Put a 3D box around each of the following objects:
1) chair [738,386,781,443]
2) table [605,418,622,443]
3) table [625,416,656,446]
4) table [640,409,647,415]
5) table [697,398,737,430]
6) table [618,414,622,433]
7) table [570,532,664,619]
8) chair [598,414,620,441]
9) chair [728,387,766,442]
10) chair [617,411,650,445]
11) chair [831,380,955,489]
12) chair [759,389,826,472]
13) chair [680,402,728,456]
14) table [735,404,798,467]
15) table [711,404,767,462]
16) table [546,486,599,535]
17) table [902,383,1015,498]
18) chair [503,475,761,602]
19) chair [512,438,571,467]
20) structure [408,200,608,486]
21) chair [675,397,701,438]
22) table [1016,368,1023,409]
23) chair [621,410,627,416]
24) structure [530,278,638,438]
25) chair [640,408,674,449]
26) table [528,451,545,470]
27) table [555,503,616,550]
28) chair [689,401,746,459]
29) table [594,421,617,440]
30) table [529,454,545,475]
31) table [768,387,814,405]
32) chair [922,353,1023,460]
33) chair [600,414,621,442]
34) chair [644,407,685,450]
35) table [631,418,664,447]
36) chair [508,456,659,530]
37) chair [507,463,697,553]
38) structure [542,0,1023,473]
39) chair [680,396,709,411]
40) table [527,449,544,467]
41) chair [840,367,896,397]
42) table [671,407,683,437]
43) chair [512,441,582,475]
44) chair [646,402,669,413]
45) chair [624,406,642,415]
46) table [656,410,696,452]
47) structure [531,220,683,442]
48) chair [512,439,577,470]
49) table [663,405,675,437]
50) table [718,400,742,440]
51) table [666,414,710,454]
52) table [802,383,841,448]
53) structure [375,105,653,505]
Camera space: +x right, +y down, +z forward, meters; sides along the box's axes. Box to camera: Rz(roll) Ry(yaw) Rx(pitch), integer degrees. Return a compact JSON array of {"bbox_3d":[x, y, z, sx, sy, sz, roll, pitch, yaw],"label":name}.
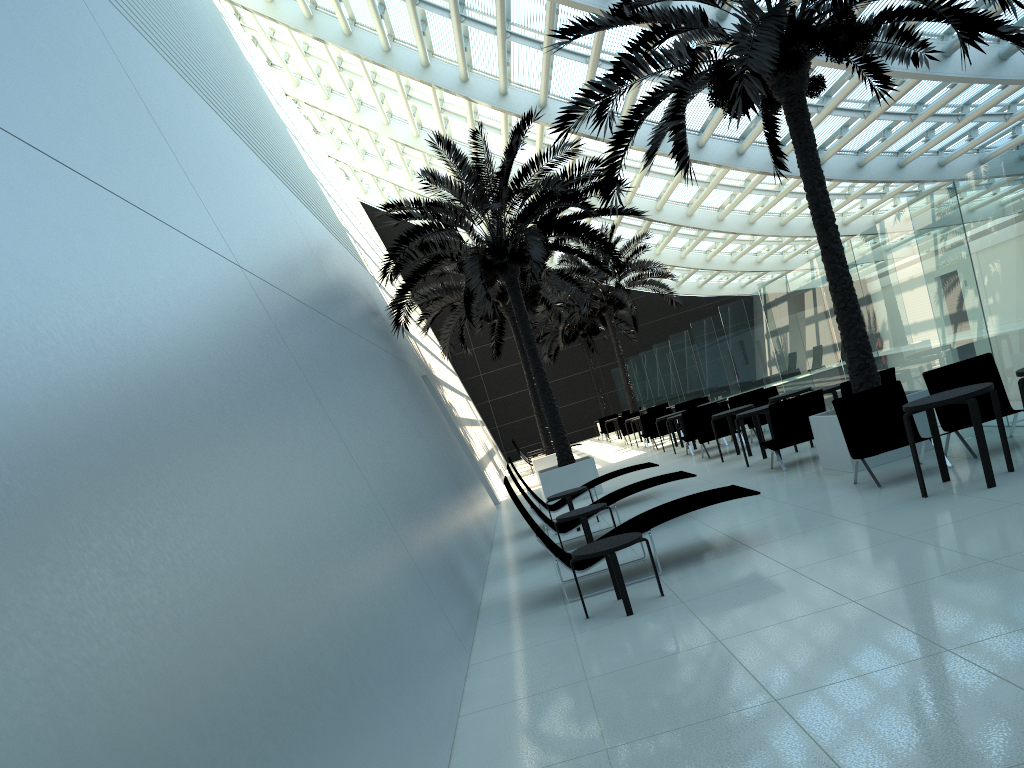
[{"bbox_3d":[4.601,0.534,15.546,0.717,0.896,0.878,-17,2,1],"label":"chair"},{"bbox_3d":[3.774,1.615,31.190,0.695,0.789,0.657,-14,4,39],"label":"table"},{"bbox_3d":[3.754,1.344,25.534,0.695,0.789,0.657,-14,4,39],"label":"table"},{"bbox_3d":[4.702,1.328,31.148,0.695,0.789,0.657,-14,4,39],"label":"table"},{"bbox_3d":[4.662,0.788,19.895,0.695,0.789,0.657,-14,4,39],"label":"table"},{"bbox_3d":[4.708,1.530,35.317,0.659,0.789,0.694,-20,4,-42],"label":"table"},{"bbox_3d":[0.792,1.464,6.664,0.566,0.522,0.536,-15,3,44],"label":"table"},{"bbox_3d":[3.789,1.698,34.176,0.717,0.896,0.878,-17,2,1],"label":"chair"},{"bbox_3d":[4.621,0.612,17.252,0.717,0.896,0.878,-17,2,1],"label":"chair"},{"bbox_3d":[3.749,1.348,26.802,0.717,0.896,0.878,-17,2,1],"label":"chair"},{"bbox_3d":[3.683,0.465,8.391,0.717,0.896,0.878,-17,2,1],"label":"chair"},{"bbox_3d":[3.708,0.611,11.510,0.717,0.896,0.878,-17,2,1],"label":"chair"},{"bbox_3d":[3.729,0.888,17.292,0.717,0.896,0.878,-17,2,1],"label":"chair"},{"bbox_3d":[3.700,0.730,12.692,0.695,0.789,0.658,-14,4,44],"label":"table"},{"bbox_3d":[3.714,0.805,14.306,0.695,0.789,0.657,-14,4,39],"label":"table"},{"bbox_3d":[0.810,1.710,11.798,0.566,0.522,0.536,-15,3,44],"label":"table"},{"bbox_3d":[3.689,0.465,7.224,0.659,0.789,0.694,-20,4,-42],"label":"table"},{"bbox_3d":[1.068,1.091,7.767,2.041,1.170,0.911,-17,4,2],"label":"chair"},{"bbox_3d":[1.155,2.267,32.282,2.041,1.170,0.911,-17,4,2],"label":"chair"},{"bbox_3d":[0.065,-0.921,21.324,4.381,6.965,4.481,-14,5,34],"label":"structure"},{"bbox_3d":[4.641,0.882,22.883,0.717,0.896,0.878,-17,2,1],"label":"chair"},{"bbox_3d":[4.617,0.178,7.182,0.659,0.789,0.694,-20,4,-42],"label":"table"},{"bbox_3d":[4.681,1.422,34.136,0.717,0.896,0.878,-17,2,1],"label":"chair"},{"bbox_3d":[3.341,-1.239,36.708,4.376,7.090,4.845,-19,4,-21],"label":"structure"},{"bbox_3d":[3.749,1.158,22.923,0.717,0.896,0.878,-17,2,1],"label":"chair"},{"bbox_3d":[0.870,2.513,28.532,0.566,0.522,0.536,-15,3,44],"label":"table"},{"bbox_3d":[0.801,1.587,9.231,0.566,0.522,0.536,-15,3,44],"label":"table"},{"bbox_3d":[3.709,0.810,15.586,0.717,0.896,0.878,-17,2,1],"label":"chair"},{"bbox_3d":[3.781,1.818,35.358,0.659,0.789,0.694,-20,4,-42],"label":"table"},{"bbox_3d":[0.861,2.389,25.965,0.567,0.522,0.536,-15,3,39],"label":"table"},{"bbox_3d":[4.642,0.518,14.264,0.695,0.789,0.657,-14,4,39],"label":"table"},{"bbox_3d":[4.575,0.189,8.350,0.717,0.896,0.878,-17,2,1],"label":"chair"},{"bbox_3d":[3.769,1.621,32.482,0.717,0.896,0.878,-17,2,1],"label":"chair"},{"bbox_3d":[3.729,1.081,21.230,0.717,0.896,0.878,-17,2,1],"label":"chair"},{"bbox_3d":[3.741,1.278,24.106,0.695,0.789,0.658,-14,4,44],"label":"table"},{"bbox_3d":[1.086,1.337,12.901,2.041,1.170,0.911,-17,4,2],"label":"chair"},{"bbox_3d":[1.077,1.214,10.334,2.041,1.170,0.911,-17,4,2],"label":"chair"},{"bbox_3d":[3.224,-2.539,9.474,4.900,7.092,4.322,-15,5,20],"label":"structure"},{"bbox_3d":[4.621,0.805,21.190,0.717,0.896,0.878,-17,2,1],"label":"chair"},{"bbox_3d":[0.879,2.640,31.179,0.566,0.522,0.536,-15,3,44],"label":"table"},{"bbox_3d":[4.600,0.334,11.469,0.717,0.896,0.878,-17,2,1],"label":"chair"},{"bbox_3d":[4.668,0.991,24.064,0.695,0.789,0.658,-14,4,44],"label":"table"},{"bbox_3d":[1.136,2.017,27.068,2.041,1.170,0.911,-17,4,2],"label":"chair"},{"bbox_3d":[4.641,1.072,26.762,0.717,0.896,0.878,-17,2,1],"label":"chair"},{"bbox_3d":[4.661,1.345,32.442,0.717,0.896,0.878,-17,2,1],"label":"chair"},{"bbox_3d":[3.734,1.075,19.937,0.695,0.789,0.657,-14,4,39],"label":"table"},{"bbox_3d":[3.287,-1.621,28.581,4.803,7.092,4.412,-17,5,-5],"label":"structure"},{"bbox_3d":[1.146,2.140,29.635,2.041,1.170,0.911,-17,4,2],"label":"chair"},{"bbox_3d":[4.682,1.056,25.492,0.695,0.789,0.657,-14,4,39],"label":"table"},{"bbox_3d":[4.648,0.721,18.433,0.695,0.789,0.658,-14,4,44],"label":"table"},{"bbox_3d":[3.720,1.008,18.475,0.695,0.789,0.658,-14,4,44],"label":"table"},{"bbox_3d":[4.627,0.443,12.650,0.695,0.789,0.658,-14,4,44],"label":"table"},{"bbox_3d":[0.249,-1.240,15.330,4.558,6.904,4.309,-18,5,-20],"label":"structure"}]
